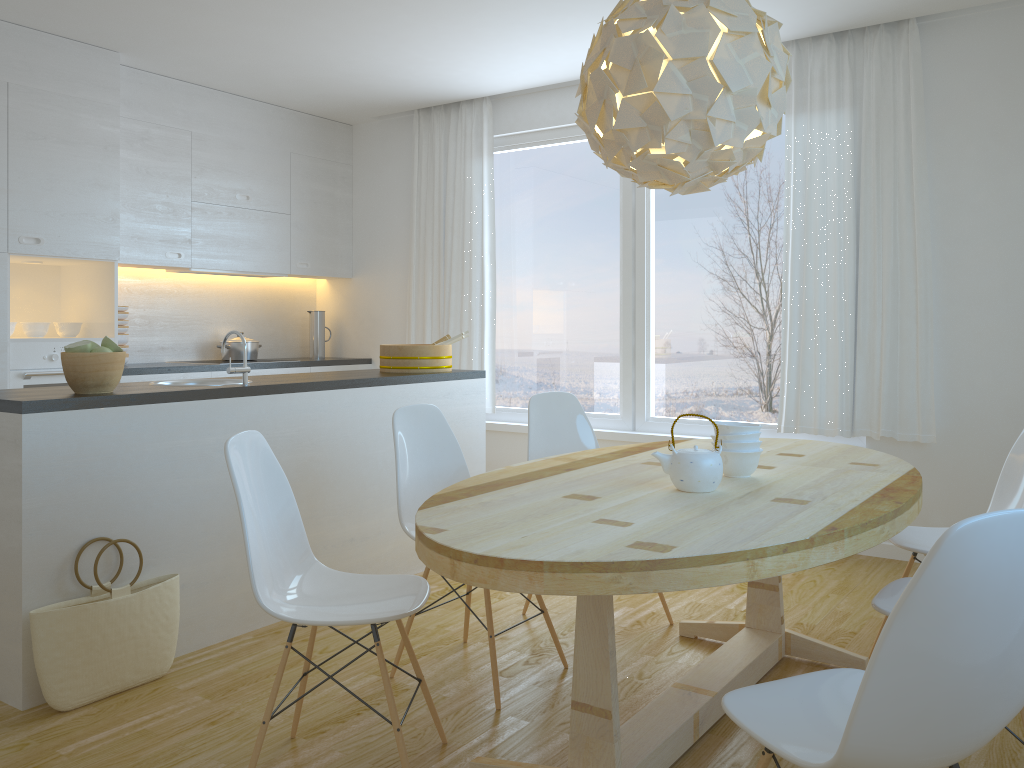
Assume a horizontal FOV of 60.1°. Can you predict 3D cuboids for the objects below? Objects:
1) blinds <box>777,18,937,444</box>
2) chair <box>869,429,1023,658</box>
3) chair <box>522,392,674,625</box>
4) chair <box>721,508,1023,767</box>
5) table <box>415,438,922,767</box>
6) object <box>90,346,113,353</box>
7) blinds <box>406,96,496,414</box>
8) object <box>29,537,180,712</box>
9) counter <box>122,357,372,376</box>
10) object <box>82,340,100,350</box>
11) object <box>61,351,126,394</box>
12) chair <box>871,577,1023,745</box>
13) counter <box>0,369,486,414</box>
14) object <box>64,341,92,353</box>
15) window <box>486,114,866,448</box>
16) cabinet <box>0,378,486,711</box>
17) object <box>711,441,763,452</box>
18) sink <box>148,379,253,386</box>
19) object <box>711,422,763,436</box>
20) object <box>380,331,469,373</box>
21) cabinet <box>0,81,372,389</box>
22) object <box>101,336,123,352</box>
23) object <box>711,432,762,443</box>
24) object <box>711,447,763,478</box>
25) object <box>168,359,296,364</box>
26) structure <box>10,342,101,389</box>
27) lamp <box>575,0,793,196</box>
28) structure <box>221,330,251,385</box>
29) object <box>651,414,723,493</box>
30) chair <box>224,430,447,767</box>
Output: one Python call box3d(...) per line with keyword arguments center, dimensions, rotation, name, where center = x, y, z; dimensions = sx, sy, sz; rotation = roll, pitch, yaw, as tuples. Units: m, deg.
box3d(center=(1.741, -0.798, 4.530), dimensions=(0.795, 2.159, 0.150), rotation=(0, 0, 35), name="blinds")
box3d(center=(1.494, 0.540, 2.910), dimensions=(0.523, 0.901, 0.430), rotation=(0, 1, 10), name="chair")
box3d(center=(0.321, 0.497, 3.596), dimensions=(0.430, 0.901, 0.523), rotation=(0, 1, -35), name="chair")
box3d(center=(0.630, 0.625, 1.559), dimensions=(0.430, 0.901, 0.523), rotation=(0, 1, -25), name="chair")
box3d(center=(0.553, 0.642, 2.658), dimensions=(1.194, 0.724, 2.192), rotation=(2, 4, 33), name="table")
box3d(center=(-1.419, -0.088, 3.066), dimensions=(0.081, 0.085, 0.098), rotation=(0, 2, -1), name="object")
box3d(center=(-0.453, -0.894, 6.043), dimensions=(0.795, 2.159, 0.150), rotation=(0, 0, 34), name="blinds")
box3d(center=(-0.833, 0.755, 2.760), dimensions=(1.189, 0.501, 0.471), rotation=(1, 2, 12), name="object")
box3d(center=(-1.854, -0.128, 5.902), dimensions=(0.600, 0.040, 2.003), rotation=(2, 4, 34), name="counter")
box3d(center=(-1.486, -0.106, 3.111), dimensions=(0.102, 0.098, 0.086), rotation=(-1, 2, -34), name="object")
box3d(center=(-1.454, -0.041, 3.076), dimensions=(0.205, 0.142, 0.206), rotation=(0, 2, -4), name="object")
box3d(center=(1.167, 0.583, 2.220), dimensions=(0.523, 0.901, 0.430), rotation=(1, 1, 35), name="chair")
box3d(center=(-1.068, 0.000, 3.871), dimensions=(0.601, 0.040, 2.403), rotation=(2, 4, 34), name="counter")
box3d(center=(-1.483, -0.115, 3.022), dimensions=(0.084, 0.065, 0.086), rotation=(-2, 3, -43), name="object")
box3d(center=(0.768, -0.673, 5.437), dimensions=(2.728, 1.917, 0.088), rotation=(2, 1, 35), name="window")
box3d(center=(-1.068, 0.475, 3.871), dimensions=(0.601, 0.909, 2.403), rotation=(1, 3, 35), name="cabinet")
box3d(center=(0.681, 0.213, 2.683), dimensions=(0.152, 0.093, 0.151), rotation=(-1, 3, -16), name="object")
box3d(center=(-1.274, 0.068, 3.631), dimensions=(0.404, 0.157, 0.404), rotation=(-1, 3, -14), name="sink")
box3d(center=(0.682, 0.161, 2.685), dimensions=(0.152, 0.087, 0.152), rotation=(-1, 3, -27), name="object")
box3d(center=(-0.481, -0.175, 4.653), dimensions=(0.430, 0.214, 0.379), rotation=(-1, 3, -27), name="object")
box3d(center=(-2.143, -0.415, 5.373), dimensions=(0.481, 2.299, 3.204), rotation=(0, 2, 35), name="cabinet")
box3d(center=(-1.413, -0.136, 3.130), dimensions=(0.074, 0.072, 0.077), rotation=(-1, 2, -30), name="object")
box3d(center=(0.679, 0.189, 2.686), dimensions=(0.152, 0.095, 0.151), rotation=(-2, 3, -39), name="object")
box3d(center=(0.682, 0.237, 2.680), dimensions=(0.152, 0.082, 0.152), rotation=(-1, 3, -16), name="object")
box3d(center=(-1.854, -0.146, 5.907), dimensions=(0.562, 0.013, 0.655), rotation=(2, 4, 34), name="object")
box3d(center=(-2.356, 0.076, 4.669), dimensions=(0.049, 0.596, 0.561), rotation=(0, 1, 35), name="structure")
box3d(center=(0.512, -1.135, 2.699), dimensions=(0.647, 1.135, 0.639), rotation=(1, 1, 34), name="lamp")
box3d(center=(-1.118, -0.104, 3.491), dimensions=(0.162, 0.215, 0.097), rotation=(1, 1, 35), name="structure")
box3d(center=(0.496, 0.187, 2.457), dimensions=(0.177, 0.211, 0.147), rotation=(1, 2, 34), name="object")
box3d(center=(-0.459, 0.577, 2.322), dimensions=(0.523, 0.901, 0.430), rotation=(0, 1, 5), name="chair")
